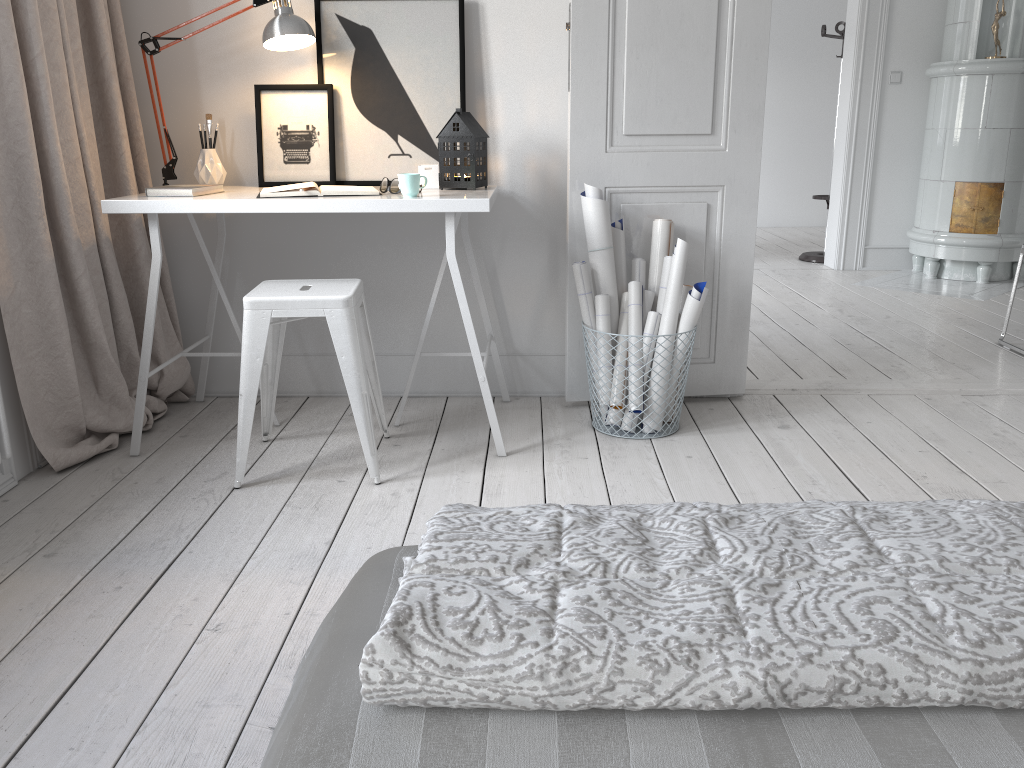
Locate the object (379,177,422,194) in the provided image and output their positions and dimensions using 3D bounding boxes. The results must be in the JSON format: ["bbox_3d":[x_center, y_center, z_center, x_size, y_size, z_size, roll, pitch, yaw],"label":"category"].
[{"bbox_3d":[-0.333,-0.602,2.690,0.133,0.047,0.114,-3,16,-11],"label":"object"}]

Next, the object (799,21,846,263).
[{"bbox_3d":[2.347,-1.731,6.442,0.375,1.657,0.375,-14,21,-39],"label":"object"}]

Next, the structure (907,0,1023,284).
[{"bbox_3d":[3.023,-2.040,5.542,0.787,2.740,0.788,-5,17,-15],"label":"structure"}]

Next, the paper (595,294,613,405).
[{"bbox_3d":[0.302,-0.111,2.901,0.047,0.360,0.129,-3,16,-10],"label":"paper"}]

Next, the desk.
[{"bbox_3d":[-0.594,-0.231,2.888,1.163,0.775,0.641,0,16,1],"label":"desk"}]

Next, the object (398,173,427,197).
[{"bbox_3d":[-0.285,-0.568,2.537,0.082,0.065,0.064,0,16,0],"label":"object"}]

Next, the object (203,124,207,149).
[{"bbox_3d":[-1.042,-0.781,3.027,0.008,0.207,0.054,-4,16,-11],"label":"object"}]

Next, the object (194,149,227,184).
[{"bbox_3d":[-1.032,-0.738,3.028,0.101,0.126,0.101,0,16,1],"label":"object"}]

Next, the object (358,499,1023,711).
[{"bbox_3d":[0.616,0.180,0.815,1.460,0.104,0.405,0,16,1],"label":"object"}]

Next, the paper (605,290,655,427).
[{"bbox_3d":[0.392,-0.087,2.938,0.054,0.431,0.253,11,20,35],"label":"paper"}]

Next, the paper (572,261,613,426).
[{"bbox_3d":[0.275,-0.132,2.936,0.166,0.546,0.046,7,17,24],"label":"paper"}]

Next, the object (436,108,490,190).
[{"bbox_3d":[-0.155,-0.749,2.829,0.135,0.248,0.135,4,17,16],"label":"object"}]

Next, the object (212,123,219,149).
[{"bbox_3d":[-1.019,-0.781,3.023,0.054,0.207,0.008,-5,17,-15],"label":"object"}]

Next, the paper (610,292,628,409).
[{"bbox_3d":[0.365,-0.111,2.916,0.047,0.358,0.240,4,17,15],"label":"paper"}]

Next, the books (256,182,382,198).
[{"bbox_3d":[-0.580,-0.586,2.667,0.358,0.029,0.291,-4,16,-12],"label":"books"}]

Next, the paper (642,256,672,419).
[{"bbox_3d":[0.497,-0.148,2.960,0.153,0.553,0.060,-15,21,-41],"label":"paper"}]

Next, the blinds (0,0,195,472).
[{"bbox_3d":[-1.277,-1.114,2.527,0.225,2.678,0.832,0,16,1],"label":"blinds"}]

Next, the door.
[{"bbox_3d":[0.510,-1.072,2.902,0.678,2.324,0.034,-2,16,-7],"label":"door"}]

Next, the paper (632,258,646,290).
[{"bbox_3d":[0.425,-0.148,3.003,0.047,0.541,0.201,1,16,5],"label":"paper"}]

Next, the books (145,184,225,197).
[{"bbox_3d":[-0.992,-0.590,2.699,0.149,0.024,0.207,2,16,8],"label":"books"}]

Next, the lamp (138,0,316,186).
[{"bbox_3d":[-0.903,-0.927,2.829,0.568,0.745,0.165,-1,16,-3],"label":"lamp"}]

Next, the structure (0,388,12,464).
[{"bbox_3d":[-1.427,0.020,1.853,0.216,0.599,0.936,0,16,1],"label":"structure"}]

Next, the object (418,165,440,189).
[{"bbox_3d":[-0.271,-0.677,2.897,0.065,0.073,0.078,-1,16,-3],"label":"object"}]

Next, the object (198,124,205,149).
[{"bbox_3d":[-1.047,-0.778,3.016,0.008,0.207,0.054,-11,19,-32],"label":"object"}]

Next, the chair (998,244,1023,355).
[{"bbox_3d":[2.495,-0.500,3.724,0.562,0.797,0.525,0,16,1],"label":"chair"}]

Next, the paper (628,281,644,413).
[{"bbox_3d":[0.403,-0.121,2.883,0.049,0.402,0.244,1,16,3],"label":"paper"}]

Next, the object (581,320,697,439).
[{"bbox_3d":[0.415,-0.031,2.942,0.374,0.350,0.374,1,16,3],"label":"object"}]

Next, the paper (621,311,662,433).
[{"bbox_3d":[0.440,-0.047,2.917,0.078,0.389,0.234,9,19,30],"label":"paper"}]

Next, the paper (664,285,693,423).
[{"bbox_3d":[0.551,-0.099,2.961,0.123,0.464,0.057,-8,18,-26],"label":"paper"}]

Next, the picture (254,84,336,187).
[{"bbox_3d":[-0.727,-0.833,2.980,0.261,0.333,0.062,0,16,1],"label":"picture"}]

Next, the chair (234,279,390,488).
[{"bbox_3d":[-0.589,-0.024,2.610,0.407,0.527,0.410,-1,16,-4],"label":"chair"}]

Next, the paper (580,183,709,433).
[{"bbox_3d":[0.416,-0.254,2.909,0.431,0.793,0.181,15,22,42],"label":"paper"}]

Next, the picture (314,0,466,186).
[{"bbox_3d":[-0.402,-0.979,2.974,0.493,0.614,0.062,0,16,1],"label":"picture"}]

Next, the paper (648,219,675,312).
[{"bbox_3d":[0.490,-0.220,3.017,0.073,0.668,0.181,6,17,22],"label":"paper"}]

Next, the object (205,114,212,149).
[{"bbox_3d":[-1.028,-0.799,3.029,0.023,0.239,0.028,-1,16,-2],"label":"object"}]
